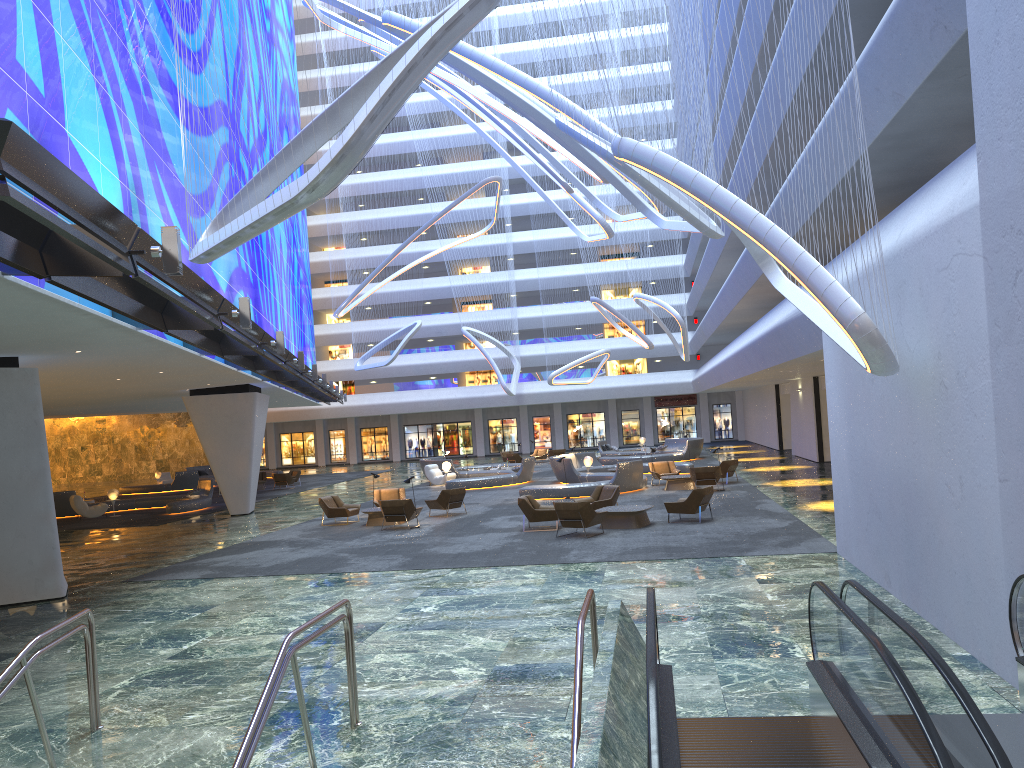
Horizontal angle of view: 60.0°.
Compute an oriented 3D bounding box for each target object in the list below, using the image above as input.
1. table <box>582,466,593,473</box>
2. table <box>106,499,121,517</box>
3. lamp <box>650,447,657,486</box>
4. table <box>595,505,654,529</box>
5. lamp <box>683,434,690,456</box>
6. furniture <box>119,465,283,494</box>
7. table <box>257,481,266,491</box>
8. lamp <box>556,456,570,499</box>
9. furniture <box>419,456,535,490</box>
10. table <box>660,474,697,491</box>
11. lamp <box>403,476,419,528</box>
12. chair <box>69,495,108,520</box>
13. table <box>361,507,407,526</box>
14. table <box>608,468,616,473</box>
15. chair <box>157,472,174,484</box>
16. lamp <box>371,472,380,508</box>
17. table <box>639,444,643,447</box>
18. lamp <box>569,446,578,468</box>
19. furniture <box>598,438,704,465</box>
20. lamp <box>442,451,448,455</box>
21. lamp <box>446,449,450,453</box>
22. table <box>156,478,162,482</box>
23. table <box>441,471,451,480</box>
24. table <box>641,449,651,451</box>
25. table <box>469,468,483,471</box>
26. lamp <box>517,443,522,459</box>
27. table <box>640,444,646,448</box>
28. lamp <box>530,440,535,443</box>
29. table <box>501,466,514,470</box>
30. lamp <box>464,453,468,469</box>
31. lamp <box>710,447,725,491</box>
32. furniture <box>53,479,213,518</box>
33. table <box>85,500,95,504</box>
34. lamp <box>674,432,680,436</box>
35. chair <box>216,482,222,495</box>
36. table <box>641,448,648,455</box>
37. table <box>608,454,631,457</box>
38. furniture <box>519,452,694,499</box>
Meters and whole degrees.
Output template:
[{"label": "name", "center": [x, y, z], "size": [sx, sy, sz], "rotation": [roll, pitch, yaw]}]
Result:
[{"label": "table", "center": [2.800, 3.340, 32.620], "size": [0.418, 0.595, 0.428], "rotation": [-4, -1, 8]}, {"label": "table", "center": [-14.304, 4.456, 31.857], "size": [0.428, 0.595, 0.418], "rotation": [-4, -1, 8]}, {"label": "lamp", "center": [4.728, 2.756, 29.622], "size": [0.202, 1.300, 0.384], "rotation": [-4, 0, 25]}, {"label": "table", "center": [2.509, 2.962, 19.721], "size": [1.204, 0.392, 1.202], "rotation": [-5, -2, 27]}, {"label": "lamp", "center": [8.273, 3.001, 41.807], "size": [0.201, 1.300, 0.384], "rotation": [-4, -1, -32]}, {"label": "furniture", "center": [-17.376, 5.161, 49.540], "size": [5.190, 0.969, 9.923], "rotation": [-5, -2, 26]}, {"label": "table", "center": [-12.233, 4.827, 41.862], "size": [1.202, 0.392, 1.205], "rotation": [-3, -2, -27]}, {"label": "lamp", "center": [1.566, 2.871, 27.191], "size": [0.384, 1.300, 0.202], "rotation": [-4, 0, 26]}, {"label": "furniture", "center": [-1.624, 3.653, 38.102], "size": [5.185, 0.969, 9.933], "rotation": [-4, -2, 1]}, {"label": "table", "center": [5.290, 3.100, 27.899], "size": [1.203, 0.392, 1.203], "rotation": [-4, -2, 8]}, {"label": "lamp", "center": [-2.495, 2.940, 22.054], "size": [0.384, 1.300, 0.202], "rotation": [-4, 0, 26]}, {"label": "chair", "center": [-15.243, 4.398, 31.952], "size": [1.156, 0.882, 0.730], "rotation": [-3, -2, -37]}, {"label": "table", "center": [-3.325, 3.505, 23.545], "size": [1.203, 0.392, 1.203], "rotation": [-4, -2, 9]}, {"label": "table", "center": [4.227, 3.392, 33.453], "size": [1.203, 0.392, 1.203], "rotation": [-4, -2, 9]}, {"label": "chair", "center": [-19.111, 5.330, 48.952], "size": [0.728, 0.882, 1.159], "rotation": [-3, -2, -37]}, {"label": "lamp", "center": [-3.888, 3.160, 25.268], "size": [0.202, 1.300, 0.384], "rotation": [-4, 0, 25]}, {"label": "table", "center": [7.579, 3.773, 51.391], "size": [0.417, 0.595, 0.428], "rotation": [-4, -1, -17]}, {"label": "lamp", "center": [2.491, 3.134, 35.389], "size": [0.384, 1.300, 0.202], "rotation": [-4, 0, 26]}, {"label": "furniture", "center": [7.104, 3.390, 46.216], "size": [5.186, 0.969, 9.931], "rotation": [-4, -2, 5]}, {"label": "lamp", "center": [-3.049, 3.717, 40.723], "size": [0.384, 1.300, 0.202], "rotation": [-4, 0, 2]}, {"label": "lamp", "center": [-3.121, 3.817, 43.135], "size": [0.201, 1.300, 0.384], "rotation": [-4, -1, -37]}, {"label": "table", "center": [-19.198, 5.424, 48.018], "size": [0.418, 0.595, 0.428], "rotation": [-4, -1, 8]}, {"label": "table", "center": [-2.653, 3.837, 35.950], "size": [0.417, 0.595, 0.428], "rotation": [-4, -1, -17]}, {"label": "table", "center": [7.409, 3.783, 48.744], "size": [0.671, 0.406, 0.674], "rotation": [-4, -2, 5]}, {"label": "table", "center": [-1.628, 4.055, 40.321], "size": [0.674, 0.406, 0.670], "rotation": [-5, -2, 28]}, {"label": "lamp", "center": [0.444, 3.700, 46.211], "size": [0.201, 1.300, 0.384], "rotation": [-4, -1, -29]}, {"label": "table", "center": [7.354, 3.730, 50.143], "size": [0.417, 0.595, 0.428], "rotation": [-3, -1, -37]}, {"label": "lamp", "center": [1.153, 3.789, 49.642], "size": [0.384, 1.300, 0.202], "rotation": [-4, 0, -30]}, {"label": "table", "center": [-0.116, 3.955, 40.368], "size": [0.673, 0.406, 0.672], "rotation": [-3, -2, -29]}, {"label": "lamp", "center": [-1.779, 3.421, 35.417], "size": [0.202, 1.300, 0.384], "rotation": [-4, 0, -16]}, {"label": "lamp", "center": [6.120, 2.535, 26.408], "size": [0.384, 1.300, 0.202], "rotation": [-4, 0, 26]}, {"label": "furniture", "center": [-15.834, 4.430, 33.696], "size": [9.936, 0.969, 5.184], "rotation": [-5, -2, 26]}, {"label": "table", "center": [-17.223, 4.928, 36.020], "size": [0.671, 0.406, 0.674], "rotation": [-4, -2, -4]}, {"label": "lamp", "center": [8.611, 3.139, 45.852], "size": [0.384, 1.300, 0.202], "rotation": [-4, 0, 8]}, {"label": "chair", "center": [-13.073, 4.654, 40.631], "size": [0.938, 0.766, 0.930], "rotation": [-3, -2, -20]}, {"label": "table", "center": [6.828, 3.577, 45.401], "size": [0.418, 0.595, 0.428], "rotation": [-4, -1, 5]}, {"label": "table", "center": [5.430, 3.754, 44.620], "size": [1.203, 0.392, 1.203], "rotation": [-4, -2, 9]}, {"label": "furniture", "center": [3.026, 3.086, 31.634], "size": [5.190, 0.969, 9.923], "rotation": [-5, -2, 26]}]
